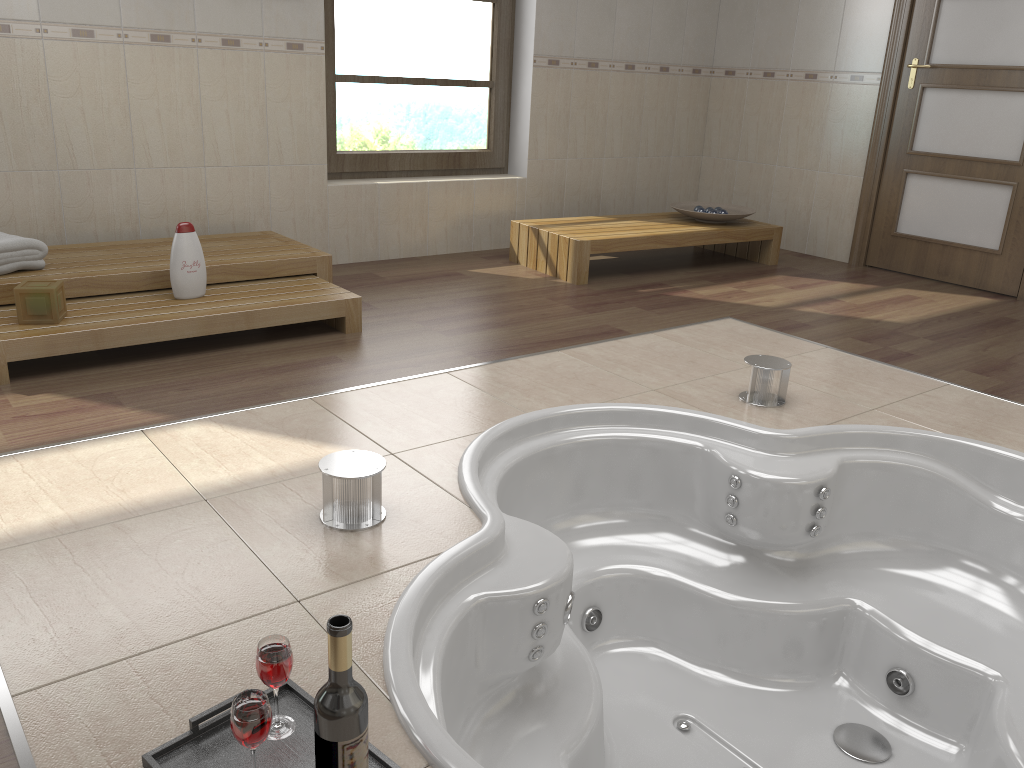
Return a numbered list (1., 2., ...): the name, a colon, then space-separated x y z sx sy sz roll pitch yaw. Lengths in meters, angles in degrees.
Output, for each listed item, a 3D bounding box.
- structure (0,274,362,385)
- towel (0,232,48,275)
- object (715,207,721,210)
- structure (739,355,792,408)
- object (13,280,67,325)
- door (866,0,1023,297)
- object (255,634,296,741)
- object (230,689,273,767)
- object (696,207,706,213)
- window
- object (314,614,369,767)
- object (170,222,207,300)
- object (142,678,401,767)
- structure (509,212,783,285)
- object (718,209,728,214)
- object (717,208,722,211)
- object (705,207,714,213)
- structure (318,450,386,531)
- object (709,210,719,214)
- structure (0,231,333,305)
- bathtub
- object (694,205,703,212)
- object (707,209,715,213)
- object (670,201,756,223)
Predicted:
1. structure: -1.271 -0.250 3.256 1.280 0.140 0.620 -12 24 -36
2. towel: -1.910 -0.481 3.187 0.399 0.119 0.280 14 22 29
3. object: 1.206 -1.005 5.183 0.060 0.060 0.060 -12 24 -37
4. structure: 0.825 -0.011 2.894 0.150 0.131 0.150 9 20 16
5. object: -1.524 -0.266 2.870 0.120 0.120 0.120 -2 20 -13
6. door: 2.392 -1.530 4.554 0.102 2.026 0.861 -13 25 -38
7. object: -0.356 0.455 1.334 0.055 0.153 0.055 -16 27 -43
8. object: -0.355 0.496 1.217 0.055 0.153 0.055 -16 27 -43
9. object: 1.089 -0.987 5.108 0.060 0.060 0.060 -12 24 -37
10. window: -0.467 -2.085 4.555 1.188 1.934 0.117 -12 24 -36
11. object: -0.224 0.441 1.162 0.070 0.307 0.070 9 20 17
12. object: -1.172 -0.446 3.201 0.063 0.276 0.134 21 26 41
13. object: -0.303 0.560 1.243 0.400 0.040 0.250 19 25 39
14. structure: 0.765 -0.786 4.956 1.450 0.220 0.620 -9 23 -32
15. object: 1.203 -0.968 5.063 0.060 0.060 0.060 -12 24 -37
16. object: 1.201 -0.985 5.124 0.060 0.060 0.060 -12 24 -37
17. object: 1.149 -0.999 5.157 0.060 0.060 0.060 -12 24 -37
18. structure: -0.361 0.239 2.009 0.150 0.131 0.150 -10 23 -32
19. object: 1.147 -0.958 5.036 0.060 0.060 0.060 -12 24 -37
20. structure: -1.517 -0.404 3.534 1.450 0.220 0.620 -12 24 -36
21. bathtub: 0.671 0.693 2.026 1.751 0.674 1.754 5 19 6
22. object: 1.089 -1.010 5.167 0.060 0.060 0.060 -12 24 -37
23. object: 1.148 -0.977 5.093 0.060 0.060 0.060 -12 24 -37
24. object: 1.153 -0.980 5.118 0.487 0.076 0.487 5 20 7
